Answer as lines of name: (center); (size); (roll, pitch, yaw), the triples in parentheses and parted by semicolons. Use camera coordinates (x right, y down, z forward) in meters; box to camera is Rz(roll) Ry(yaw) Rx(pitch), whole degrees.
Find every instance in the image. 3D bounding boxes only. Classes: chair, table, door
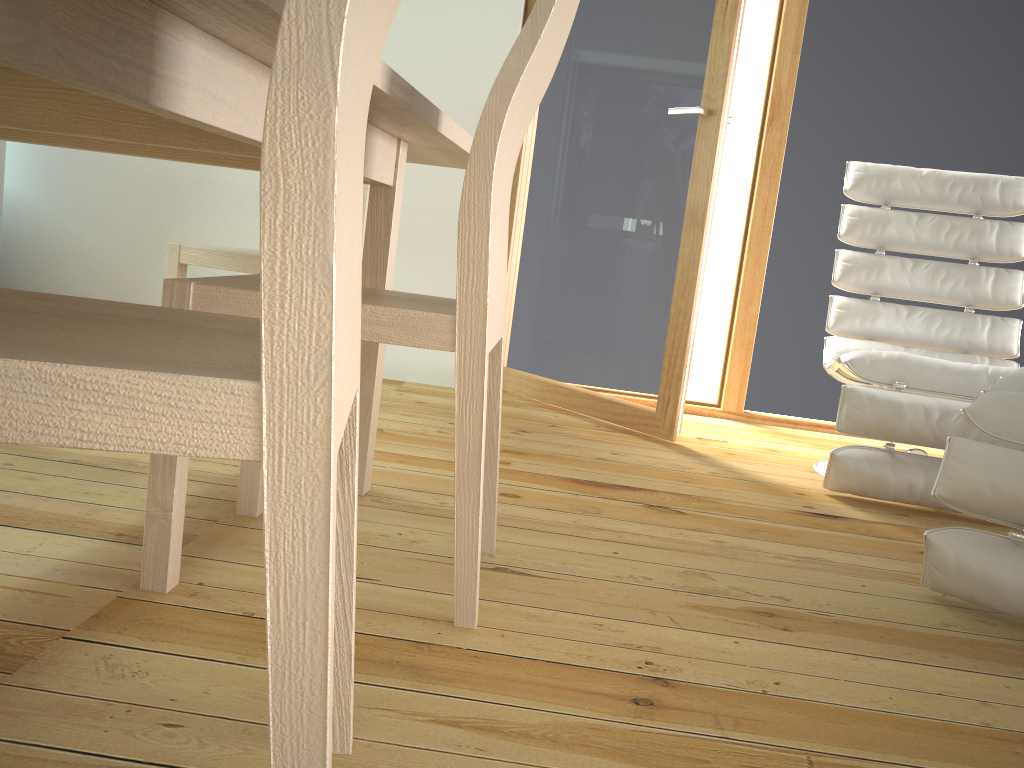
chair: (-0.197, -0.205, 1.372); (0.506, 1.013, 0.406); (8, 7, 3)
table: (-0.824, -0.112, 1.106); (1.201, 0.753, 2.509); (8, 8, 6)
chair: (-0.304, -0.114, 0.681); (0.506, 1.013, 0.406); (6, 7, -8)
chair: (1.239, -0.183, 2.576); (0.570, 0.965, 0.916); (9, 8, 13)
door: (0.361, -1.100, 2.938); (0.163, 2.409, 0.938); (1, 9, -41)
chair: (-0.650, -0.442, 2.552); (0.405, 1.013, 0.507); (9, 8, 16)

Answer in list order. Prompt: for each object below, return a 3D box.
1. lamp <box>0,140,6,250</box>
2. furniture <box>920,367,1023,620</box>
lamp: (-1.938, -0.973, 3.025); (0.280, 1.495, 0.281); (8, 7, 3)
furniture: (1.177, 0.216, 1.668); (0.571, 0.438, 0.686); (13, 10, 38)
